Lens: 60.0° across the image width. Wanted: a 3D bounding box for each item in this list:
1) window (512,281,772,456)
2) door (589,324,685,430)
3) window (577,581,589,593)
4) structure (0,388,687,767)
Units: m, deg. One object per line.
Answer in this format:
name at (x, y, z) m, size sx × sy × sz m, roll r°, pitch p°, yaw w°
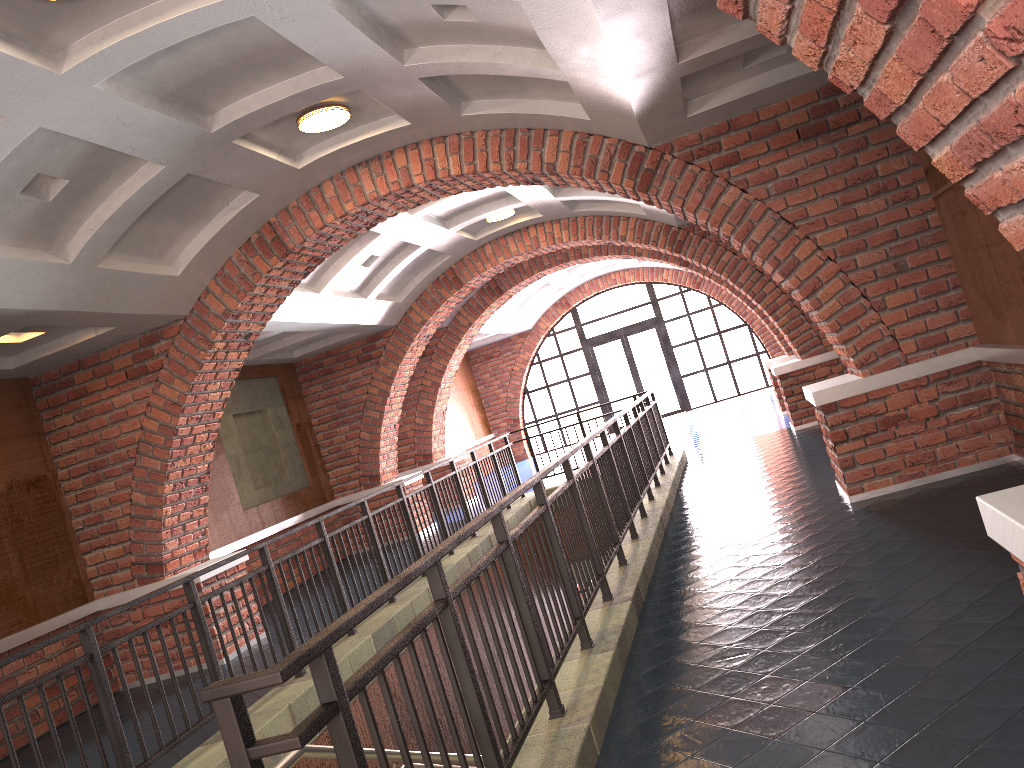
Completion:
window at (2.911, -0.701, 21.598) m, size 6.353 × 3.471 × 0.100 m, roll -18°, pitch -1°, yaw 14°
door at (3.032, -0.143, 21.604) m, size 1.754 × 2.236 × 0.040 m, roll -18°, pitch -1°, yaw 14°
window at (4.218, 3.498, 21.505) m, size 6.353 × 3.471 × 0.100 m, roll -18°, pitch -1°, yaw 14°
structure at (0.589, 3.360, 7.401) m, size 2.464 × 5.665 × 11.177 m, roll -18°, pitch -1°, yaw 14°
